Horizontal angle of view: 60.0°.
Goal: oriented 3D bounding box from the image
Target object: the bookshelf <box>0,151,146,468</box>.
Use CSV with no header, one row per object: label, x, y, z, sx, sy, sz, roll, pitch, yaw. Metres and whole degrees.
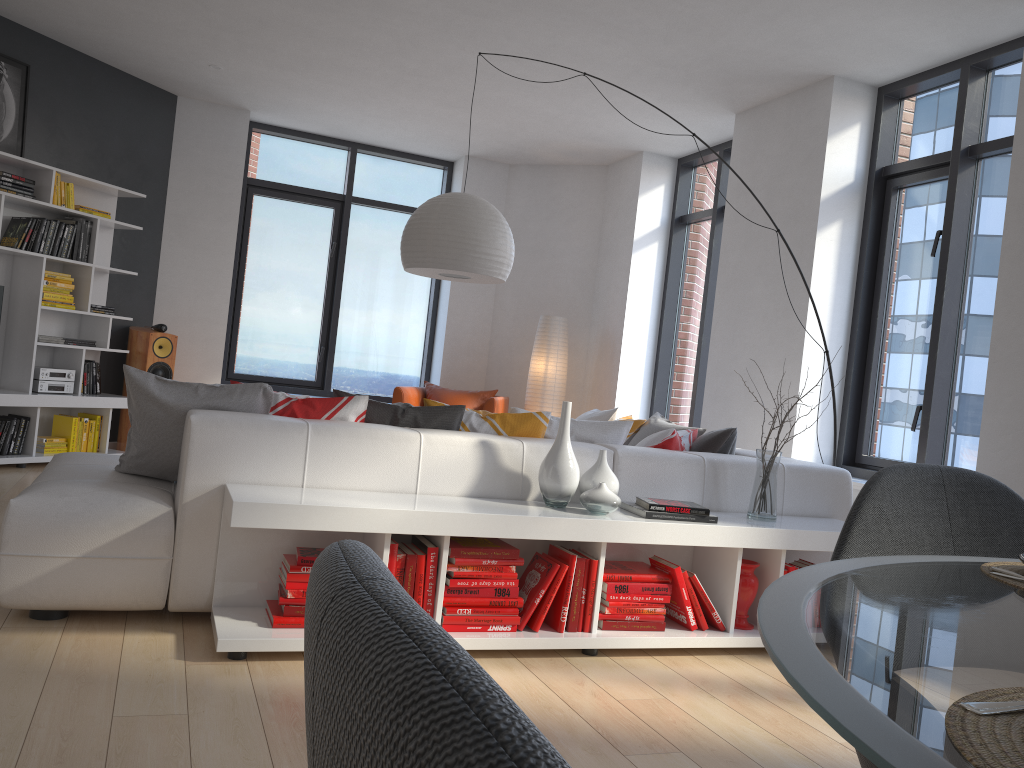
bookshelf,-3.586,-0.498,5.467,0.455,2.052,3.000,6,0,24

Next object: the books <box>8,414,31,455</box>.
books,-3.400,0.343,6.061,0.197,0.260,0.066,6,0,24

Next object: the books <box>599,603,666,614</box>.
books,0.429,0.840,3.383,0.257,0.025,0.182,6,0,-21

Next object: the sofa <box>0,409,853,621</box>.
sofa,-0.497,0.516,4.602,3.424,0.732,2.614,6,0,-22

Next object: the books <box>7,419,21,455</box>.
books,-3.424,0.350,5.993,0.179,0.243,0.068,6,0,22

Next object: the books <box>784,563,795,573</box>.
books,1.071,0.849,3.602,0.050,0.268,0.198,6,0,-22

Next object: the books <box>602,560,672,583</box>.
books,0.427,0.722,3.416,0.301,0.032,0.227,6,0,-21

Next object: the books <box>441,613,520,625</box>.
books,-0.134,0.809,3.131,0.282,0.030,0.188,6,0,-20

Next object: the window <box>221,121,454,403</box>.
window,-1.631,-1.073,8.375,1.960,2.402,0.170,6,0,-21

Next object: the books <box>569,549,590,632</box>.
books,0.225,0.759,3.280,0.028,0.266,0.188,6,0,-21

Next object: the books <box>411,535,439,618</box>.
books,-0.313,0.686,3.082,0.049,0.291,0.214,6,0,-22

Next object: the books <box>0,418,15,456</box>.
books,-3.425,0.351,5.939,0.172,0.242,0.069,6,0,24

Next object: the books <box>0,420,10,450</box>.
books,-3.451,0.351,5.913,0.169,0.233,0.081,6,0,23

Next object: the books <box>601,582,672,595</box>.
books,0.437,0.759,3.396,0.279,0.039,0.206,6,0,-22

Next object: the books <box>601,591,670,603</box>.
books,0.442,0.793,3.382,0.261,0.027,0.191,6,0,-17

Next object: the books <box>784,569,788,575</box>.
books,1.039,0.854,3.581,0.026,0.250,0.168,6,0,-22

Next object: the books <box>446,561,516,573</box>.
books,-0.140,0.635,3.151,0.257,0.025,0.182,6,0,-21

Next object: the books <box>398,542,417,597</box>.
books,-0.384,0.694,3.060,0.034,0.259,0.207,6,0,-21

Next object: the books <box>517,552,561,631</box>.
books,0.064,0.749,3.217,0.144,0.247,0.188,6,0,-21

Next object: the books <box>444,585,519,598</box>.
books,-0.143,0.717,3.168,0.279,0.039,0.206,6,0,-20

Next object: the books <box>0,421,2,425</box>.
books,-3.485,0.347,5.857,0.182,0.234,0.104,6,0,24

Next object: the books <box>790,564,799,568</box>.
books,1.211,0.882,3.663,0.083,0.233,0.178,6,0,-21

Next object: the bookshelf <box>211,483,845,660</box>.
bookshelf,0.269,0.724,3.316,2.600,0.500,0.356,6,0,-21

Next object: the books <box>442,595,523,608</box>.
books,-0.140,0.753,3.169,0.301,0.032,0.227,6,0,-21

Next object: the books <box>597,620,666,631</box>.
books,0.421,0.895,3.384,0.259,0.034,0.206,6,0,-19

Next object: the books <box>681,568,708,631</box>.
books,0.670,0.824,3.458,0.148,0.232,0.171,6,0,-20

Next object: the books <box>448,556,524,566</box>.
books,-0.117,0.612,3.152,0.266,0.026,0.187,6,0,-27

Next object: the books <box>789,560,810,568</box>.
books,1.246,0.878,3.684,0.119,0.249,0.187,6,0,-21

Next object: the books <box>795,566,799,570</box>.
books,1.100,0.857,3.611,0.056,0.262,0.185,6,0,-21

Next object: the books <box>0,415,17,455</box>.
books,-3.439,0.341,5.971,0.192,0.254,0.075,6,0,23

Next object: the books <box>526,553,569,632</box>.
books,0.105,0.754,3.226,0.115,0.245,0.192,6,0,-21

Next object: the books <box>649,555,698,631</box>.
books,0.625,0.810,3.446,0.134,0.248,0.192,6,0,-22

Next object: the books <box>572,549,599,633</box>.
books,0.256,0.760,3.276,0.028,0.269,0.181,6,0,-22

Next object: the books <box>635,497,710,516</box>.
books,0.615,0.471,3.414,0.238,0.027,0.188,6,0,-8

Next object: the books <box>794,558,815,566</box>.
books,1.275,0.878,3.699,0.116,0.255,0.198,6,0,-21

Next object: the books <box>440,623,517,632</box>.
books,-0.146,0.836,3.147,0.274,0.029,0.200,6,0,-22

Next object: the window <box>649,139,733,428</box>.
window,1.609,-0.705,7.051,0.170,2.402,1.310,6,0,-21

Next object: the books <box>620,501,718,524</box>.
books,0.603,0.497,3.438,0.300,0.026,0.245,6,0,-16

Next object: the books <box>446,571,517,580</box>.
books,-0.122,0.660,3.150,0.236,0.023,0.178,6,0,-21

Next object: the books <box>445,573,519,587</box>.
books,-0.135,0.685,3.151,0.261,0.027,0.191,6,0,-26

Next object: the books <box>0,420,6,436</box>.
books,-3.476,0.349,5.889,0.187,0.234,0.096,6,0,24

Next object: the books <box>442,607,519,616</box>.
books,-0.134,0.782,3.134,0.266,0.026,0.187,6,0,-22

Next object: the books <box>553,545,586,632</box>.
books,0.194,0.752,3.278,0.038,0.270,0.215,6,0,-21

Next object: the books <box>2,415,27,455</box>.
books,-3.413,0.346,6.029,0.191,0.249,0.084,6,0,24

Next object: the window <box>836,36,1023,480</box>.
window,2.444,-0.601,4.910,0.170,2.402,1.310,6,0,-21

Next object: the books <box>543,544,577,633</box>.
books,0.165,0.745,3.248,0.046,0.282,0.199,6,0,-22

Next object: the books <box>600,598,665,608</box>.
books,0.432,0.817,3.374,0.236,0.023,0.178,6,0,-21

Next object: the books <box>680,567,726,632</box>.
books,0.721,0.835,3.478,0.186,0.223,0.188,6,0,-21

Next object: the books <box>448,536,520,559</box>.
books,-0.133,0.580,3.153,0.259,0.034,0.206,6,0,-24

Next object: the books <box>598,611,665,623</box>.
books,0.419,0.865,3.373,0.266,0.026,0.187,6,0,-16
